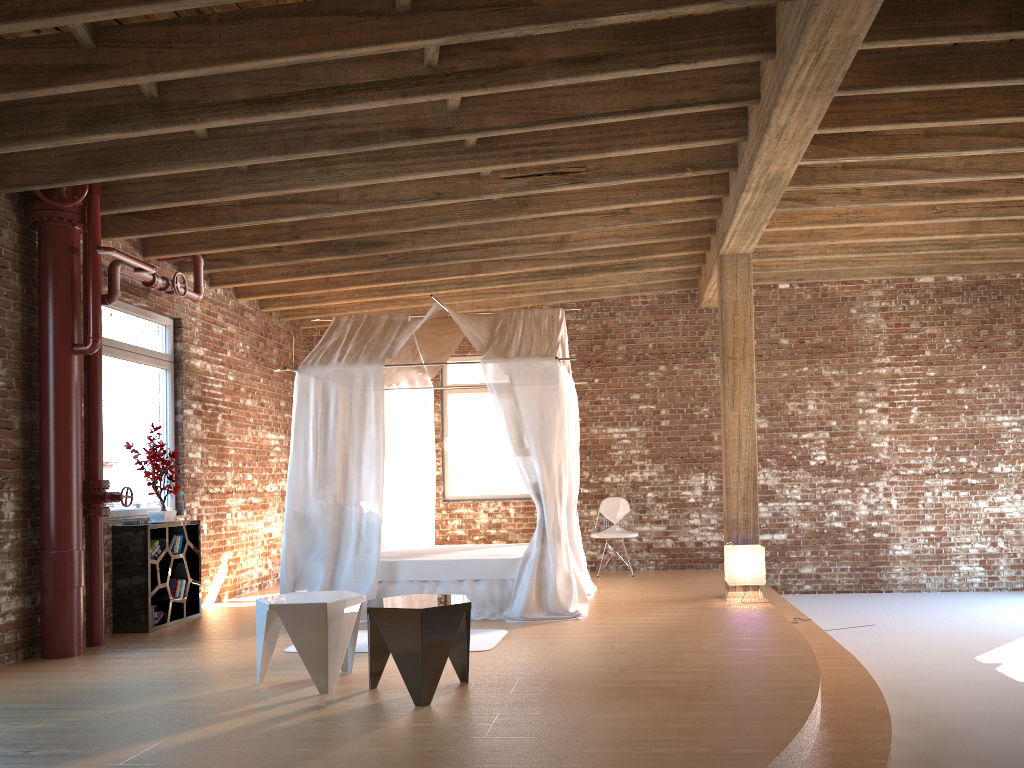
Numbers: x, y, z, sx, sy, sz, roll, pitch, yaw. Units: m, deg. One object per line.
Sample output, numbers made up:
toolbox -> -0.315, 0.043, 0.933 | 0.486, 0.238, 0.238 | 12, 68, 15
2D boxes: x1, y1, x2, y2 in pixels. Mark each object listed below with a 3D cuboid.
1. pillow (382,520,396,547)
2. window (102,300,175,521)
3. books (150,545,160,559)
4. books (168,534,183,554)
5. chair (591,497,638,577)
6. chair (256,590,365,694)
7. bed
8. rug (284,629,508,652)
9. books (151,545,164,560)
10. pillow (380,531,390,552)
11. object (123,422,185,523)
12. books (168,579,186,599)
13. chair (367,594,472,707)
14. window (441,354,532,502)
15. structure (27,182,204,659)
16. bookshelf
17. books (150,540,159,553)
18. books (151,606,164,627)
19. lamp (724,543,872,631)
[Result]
pillow -> -1.375, 1.459, 8.813 | 0.294, 0.431, 0.628 | -2, -5, 8
window -> -3.202, 0.226, 7.436 | 0.169, 1.844, 1.341 | -2, -3, 8
books -> -2.911, 1.340, 7.041 | 0.135, 0.109, 0.154 | -2, -5, 7
books -> -2.866, 1.342, 7.371 | 0.134, 0.165, 0.243 | -2, -5, 7
chair -> 1.196, 1.768, 10.266 | 0.540, 0.895, 0.572 | -2, -3, 6
chair -> -1.137, 1.450, 4.992 | 0.547, 0.489, 0.606 | 1, -5, -30
bed -> -0.640, 0.102, 8.181 | 2.684, 3.873, 2.489 | -2, -3, 6
rug -> -0.793, 1.818, 6.266 | 1.441, 0.007, 0.860 | -2, -6, 7
books -> -2.903, 1.358, 7.097 | 0.135, 0.113, 0.157 | -2, -5, 7
pillow -> -1.289, 1.411, 8.128 | 0.214, 0.290, 0.388 | -2, -5, 16
object -> -2.948, 0.729, 7.293 | 0.400, 0.838, 0.412 | -1, -2, 2
books -> -2.851, 1.723, 7.415 | 0.134, 0.180, 0.202 | -2, -4, 7
chair -> -0.493, 1.402, 4.701 | 0.632, 0.489, 0.524 | 2, -5, -40
window -> -0.236, 0.534, 10.899 | 1.323, 1.845, 0.171 | -2, -1, 5
structure -> -2.922, 0.200, 6.745 | 0.580, 3.456, 1.991 | -2, -3, 7
bookshelf -> -2.936, 1.576, 7.339 | 0.294, 0.843, 0.854 | -2, -4, 7
books -> -2.914, 1.303, 7.028 | 0.135, 0.109, 0.154 | -2, -5, 7
books -> -2.896, 1.855, 7.064 | 0.134, 0.159, 0.249 | -2, -5, 7
lamp -> 2.558, 1.773, 7.727 | 1.399, 0.779, 0.356 | -1, -2, -2
